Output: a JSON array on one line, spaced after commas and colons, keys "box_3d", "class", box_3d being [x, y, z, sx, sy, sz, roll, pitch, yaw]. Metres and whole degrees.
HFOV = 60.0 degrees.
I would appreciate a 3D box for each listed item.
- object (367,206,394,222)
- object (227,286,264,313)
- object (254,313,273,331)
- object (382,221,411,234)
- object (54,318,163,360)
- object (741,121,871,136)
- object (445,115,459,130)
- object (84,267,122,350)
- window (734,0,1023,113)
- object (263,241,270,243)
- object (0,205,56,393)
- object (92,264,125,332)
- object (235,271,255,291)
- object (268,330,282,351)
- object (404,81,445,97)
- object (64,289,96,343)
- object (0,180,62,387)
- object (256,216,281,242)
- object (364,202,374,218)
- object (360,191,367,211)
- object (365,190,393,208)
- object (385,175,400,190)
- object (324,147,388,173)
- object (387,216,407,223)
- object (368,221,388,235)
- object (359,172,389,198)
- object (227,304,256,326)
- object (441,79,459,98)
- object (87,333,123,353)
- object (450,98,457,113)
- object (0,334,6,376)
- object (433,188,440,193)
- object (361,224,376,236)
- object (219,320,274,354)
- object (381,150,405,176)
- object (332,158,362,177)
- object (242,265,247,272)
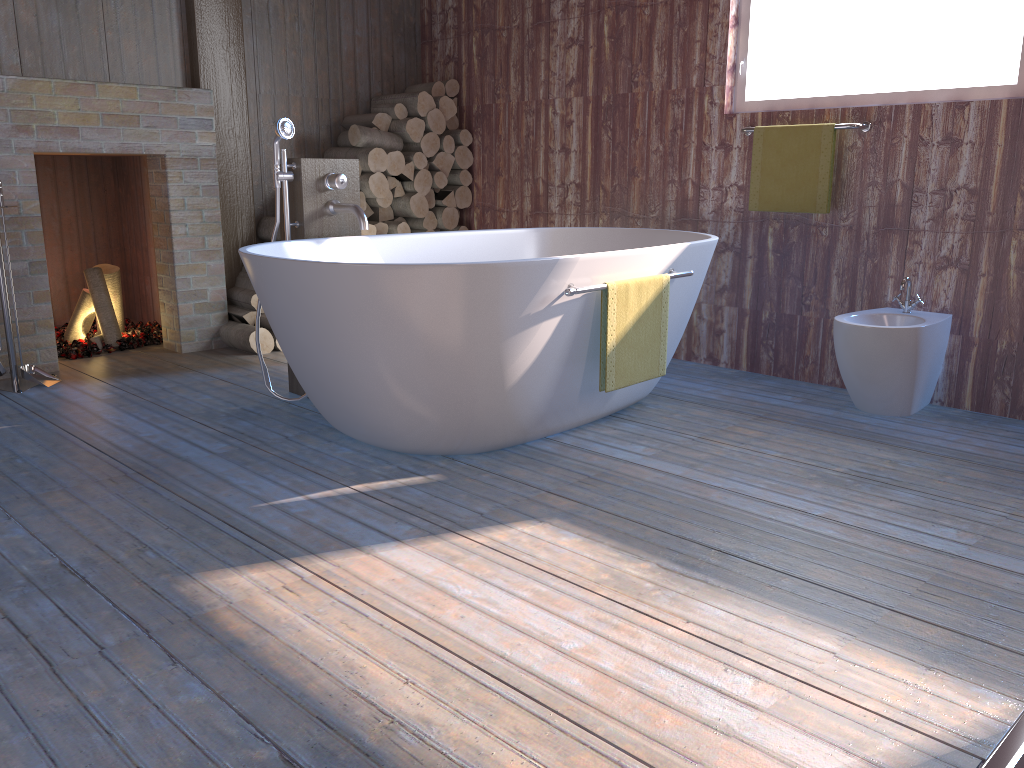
[{"box_3d": [-0.835, -1.014, 5.220, 0.104, 0.127, 0.321, -12, 18, -43], "class": "object"}, {"box_3d": [-1.410, -0.453, 4.723, 0.114, 0.120, 0.303, -12, 18, -42], "class": "object"}, {"box_3d": [-1.309, -0.355, 4.724, 0.483, 0.159, 0.150, 13, 18, 43], "class": "object"}, {"box_3d": [-0.769, -0.903, 5.169, 0.437, 0.100, 0.098, 13, 18, 42], "class": "object"}, {"box_3d": [-2.351, -0.272, 4.909, 0.935, 0.085, 0.829, 7, 15, 27], "class": "object"}, {"box_3d": [1.213, -1.078, 3.743, 0.091, 0.043, 0.581, -12, 18, -43], "class": "object"}, {"box_3d": [-0.450, -1.592, 5.384, 0.107, 0.115, 0.269, -12, 18, -42], "class": "object"}, {"box_3d": [-2.133, -0.390, 4.641, 0.283, 0.434, 0.098, 13, 18, 42], "class": "object"}, {"box_3d": [1.466, -1.423, 3.595, 0.054, 0.587, 1.255, -12, 18, -42], "class": "window"}, {"box_3d": [-1.193, -0.696, 4.789, 0.437, 0.133, 0.137, 13, 18, 42], "class": "object"}, {"box_3d": [-2.192, -0.424, 3.754, 0.276, 0.888, 0.333, 0, 13, -3], "class": "object"}, {"box_3d": [-2.216, -0.431, 4.876, 0.140, 0.459, 0.266, -7, 15, -26], "class": "object"}, {"box_3d": [-1.378, -0.549, 4.725, 0.280, 0.091, 0.085, 13, 18, 43], "class": "object"}, {"box_3d": [-1.336, -0.247, 4.736, 0.437, 0.100, 0.098, 13, 18, 42], "class": "object"}, {"box_3d": [-0.521, -1.729, 5.277, 0.104, 0.121, 0.270, -12, 18, -42], "class": "object"}, {"box_3d": [-2.288, -0.354, 4.731, 0.221, 0.306, 0.121, -4, 14, -17], "class": "object"}, {"box_3d": [-2.093, -0.424, 3.762, 0.206, 0.871, 0.126, 0, 13, -2], "class": "object"}, {"box_3d": [-1.197, -0.825, 4.771, 0.455, 0.137, 0.139, 13, 18, 42], "class": "object"}, {"box_3d": [-0.940, -1.004, 5.113, 0.128, 0.150, 0.323, -13, 18, -43], "class": "object"}, {"box_3d": [-0.951, -1.024, 4.972, 0.301, 0.113, 0.111, 13, 18, 43], "class": "object"}, {"box_3d": [-0.814, -1.075, 5.078, 0.115, 0.123, 0.291, -12, 18, -42], "class": "object"}, {"box_3d": [-0.764, -1.162, 5.112, 0.088, 0.092, 0.280, -12, 18, -42], "class": "object"}, {"box_3d": [-0.880, -1.259, 4.979, 0.135, 0.145, 0.439, -12, 18, -43], "class": "object"}, {"box_3d": [-0.760, -0.947, 5.313, 0.289, 0.118, 0.116, 12, 18, 42], "class": "object"}, {"box_3d": [-0.846, -0.884, 5.103, 0.114, 0.120, 0.303, -12, 18, -42], "class": "object"}, {"box_3d": [-0.885, -1.123, 4.998, 0.437, 0.143, 0.141, 13, 18, 42], "class": "object"}, {"box_3d": [-1.449, -0.361, 4.706, 0.099, 0.093, 0.280, -12, 18, -42], "class": "object"}, {"box_3d": [-0.446, -1.770, 5.345, 0.112, 0.113, 0.271, -13, 18, -43], "class": "object"}, {"box_3d": [-2.145, -0.231, 4.680, 0.085, 0.084, 0.278, 1, 13, 2], "class": "object"}, {"box_3d": [-0.454, -1.690, 5.378, 0.081, 0.100, 0.281, -13, 18, -43], "class": "object"}, {"box_3d": [-2.207, -0.414, 3.668, 0.062, 0.846, 0.136, 7, 15, 26], "class": "object"}, {"box_3d": [-0.505, -1.191, 5.353, 0.067, 0.069, 0.177, -13, 18, -43], "class": "object"}, {"box_3d": [-0.956, -0.855, 5.015, 0.139, 0.148, 0.458, -12, 18, -43], "class": "object"}, {"box_3d": [-1.427, -0.250, 4.644, 0.437, 0.143, 0.141, 13, 18, 42], "class": "object"}, {"box_3d": [-0.798, -1.264, 5.060, 0.138, 0.147, 0.440, -12, 18, -43], "class": "object"}, {"box_3d": [-0.952, -1.198, 4.927, 0.106, 0.112, 0.282, -12, 18, -42], "class": "object"}, {"box_3d": [-1.289, -0.586, 4.715, 0.370, 0.120, 0.117, 13, 18, 42], "class": "object"}]
